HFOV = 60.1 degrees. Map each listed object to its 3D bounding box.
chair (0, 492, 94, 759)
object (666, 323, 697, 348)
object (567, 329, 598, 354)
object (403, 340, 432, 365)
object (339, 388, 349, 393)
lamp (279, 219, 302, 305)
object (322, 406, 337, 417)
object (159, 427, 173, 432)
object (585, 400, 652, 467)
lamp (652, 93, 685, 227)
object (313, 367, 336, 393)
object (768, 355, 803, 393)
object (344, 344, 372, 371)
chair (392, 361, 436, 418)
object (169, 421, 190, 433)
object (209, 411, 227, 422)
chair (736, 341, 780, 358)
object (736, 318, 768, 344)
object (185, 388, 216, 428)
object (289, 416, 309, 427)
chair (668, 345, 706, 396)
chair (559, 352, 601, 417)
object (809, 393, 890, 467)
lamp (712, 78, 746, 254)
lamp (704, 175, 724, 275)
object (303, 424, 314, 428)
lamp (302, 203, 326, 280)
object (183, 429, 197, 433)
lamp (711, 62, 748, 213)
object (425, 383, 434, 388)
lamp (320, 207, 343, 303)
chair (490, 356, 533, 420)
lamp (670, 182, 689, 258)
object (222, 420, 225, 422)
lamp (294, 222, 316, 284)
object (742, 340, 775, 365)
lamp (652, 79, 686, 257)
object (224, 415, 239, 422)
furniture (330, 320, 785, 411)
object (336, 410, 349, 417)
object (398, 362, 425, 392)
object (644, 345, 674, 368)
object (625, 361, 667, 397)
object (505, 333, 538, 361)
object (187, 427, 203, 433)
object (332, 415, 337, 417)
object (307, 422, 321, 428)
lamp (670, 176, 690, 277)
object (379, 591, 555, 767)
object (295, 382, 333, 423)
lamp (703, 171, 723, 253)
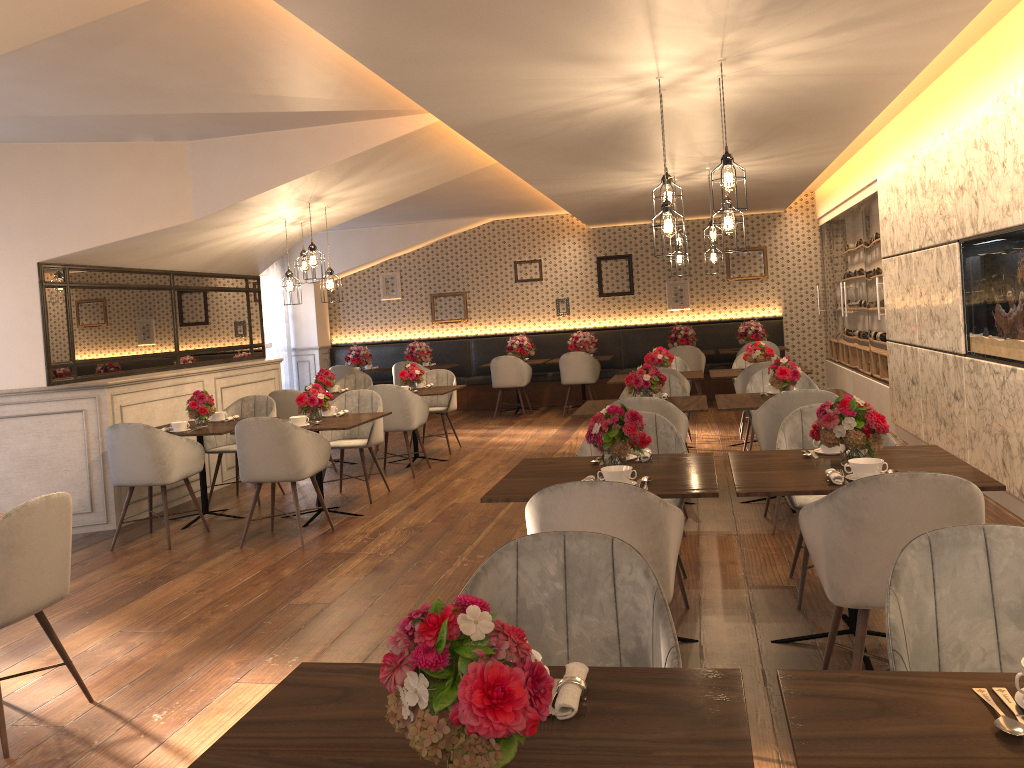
[{"bbox_3d":[-1.944,0.856,3.319,0.526,0.871,0.566,-3,2,12],"label":"chair"},{"bbox_3d":[2.375,-0.640,12.345,0.421,0.425,0.405,-6,3,-36],"label":"object"},{"bbox_3d":[1.010,-0.569,12.616,0.419,0.425,0.406,-3,3,14],"label":"object"},{"bbox_3d":[-1.386,-0.446,13.124,0.419,0.425,0.406,-4,3,0],"label":"object"},{"bbox_3d":[-1.782,0.066,9.381,0.056,0.039,0.176,-3,4,12],"label":"object"},{"bbox_3d":[-1.996,-1.723,7.709,0.175,2.068,0.175,-4,1,13],"label":"lamp"},{"bbox_3d":[-1.438,0.217,6.939,0.148,0.072,0.148,-5,4,-21],"label":"object"},{"bbox_3d":[-2.559,0.339,6.551,0.056,0.039,0.176,-3,4,12],"label":"object"},{"bbox_3d":[0.438,0.222,3.782,0.305,0.301,0.235,-1,4,44],"label":"object"},{"bbox_3d":[0.853,-1.959,5.157,0.175,2.068,0.175,-4,1,13],"label":"lamp"},{"bbox_3d":[-1.918,-0.030,9.040,0.234,0.301,0.305,-4,3,-13],"label":"object"},{"bbox_3d":[1.882,-0.055,6.082,0.234,0.301,0.306,-3,3,14],"label":"object"},{"bbox_3d":[-2.312,-0.399,13.322,0.421,0.425,0.405,-6,3,-36],"label":"object"},{"bbox_3d":[-1.401,0.098,12.544,0.564,0.871,0.527,-3,2,12],"label":"chair"},{"bbox_3d":[-2.449,0.317,6.528,0.148,0.072,0.148,-5,4,-21],"label":"object"},{"bbox_3d":[-2.362,0.264,7.131,0.148,0.072,0.148,-5,4,-21],"label":"object"},{"bbox_3d":[3.242,-0.139,11.579,0.564,0.871,0.527,-3,2,12],"label":"chair"},{"bbox_3d":[3.295,-0.688,12.165,0.421,0.425,0.405,-6,3,-35],"label":"object"},{"bbox_3d":[-2.386,0.178,6.767,0.234,0.301,0.305,-4,3,-13],"label":"object"},{"bbox_3d":[-1.526,0.270,6.336,0.148,0.072,0.148,-5,4,-21],"label":"object"},{"bbox_3d":[2.304,-0.091,11.774,0.564,0.871,0.527,-3,2,12],"label":"chair"},{"bbox_3d":[0.920,-0.020,12.061,0.564,0.871,0.527,-3,2,12],"label":"chair"},{"bbox_3d":[1.360,0.176,3.562,0.305,0.301,0.235,-2,3,33],"label":"object"},{"bbox_3d":[1.143,-1.764,4.897,0.175,2.068,0.175,-4,1,13],"label":"lamp"},{"bbox_3d":[1.906,-2.106,8.610,0.175,2.068,0.175,-4,1,13],"label":"lamp"},{"bbox_3d":[-1.442,0.298,6.346,0.022,0.004,0.211,-3,5,12],"label":"object"},{"bbox_3d":[-1.732,-1.914,7.441,0.175,2.068,0.175,-4,1,13],"label":"lamp"},{"bbox_3d":[-2.365,0.345,6.538,0.022,0.004,0.211,-3,5,12],"label":"object"},{"bbox_3d":[1.064,-1.927,4.572,0.175,2.068,0.175,-4,1,13],"label":"lamp"},{"bbox_3d":[-0.858,0.019,9.189,0.056,0.039,0.176,-3,4,12],"label":"object"},{"bbox_3d":[-1.652,-1.751,7.767,0.175,2.068,0.175,-4,1,13],"label":"lamp"},{"bbox_3d":[-0.017,0.027,12.256,0.564,0.871,0.527,-3,2,12],"label":"chair"},{"bbox_3d":[1.616,-2.301,8.870,0.175,2.068,0.175,-4,1,13],"label":"lamp"},{"bbox_3d":[-2.284,0.285,7.106,0.025,0.024,0.193,-3,4,12],"label":"object"},{"bbox_3d":[-1.942,-1.946,8.027,0.175,2.068,0.175,-4,1,13],"label":"lamp"},{"bbox_3d":[2.377,-0.278,8.508,0.305,0.301,0.235,-2,3,33],"label":"object"},{"bbox_3d":[0.800,-1.736,4.839,0.175,2.068,0.175,-4,1,13],"label":"lamp"},{"bbox_3d":[-2.249,0.275,7.108,0.056,0.039,0.176,-3,4,12],"label":"object"},{"bbox_3d":[0.498,-0.208,13.481,7.082,1.080,0.542,-3,2,12],"label":"furniture"},{"bbox_3d":[-1.326,0.228,6.916,0.056,0.039,0.176,-3,4,12],"label":"object"},{"bbox_3d":[-0.998,-0.078,8.861,0.234,0.301,0.306,-2,3,31],"label":"object"},{"bbox_3d":[1.456,-0.234,8.732,0.305,0.301,0.234,-4,2,-11],"label":"object"},{"bbox_3d":[0.957,-0.010,6.305,0.305,0.301,0.234,-4,2,-11],"label":"object"},{"bbox_3d":[0.119,-0.530,12.903,0.421,0.425,0.405,-6,3,-35],"label":"object"},{"bbox_3d":[-2.340,0.339,6.526,0.043,0.015,0.198,-3,5,16],"label":"object"},{"bbox_3d":[-1.361,0.237,6.914,0.025,0.024,0.193,-3,4,12],"label":"object"},{"bbox_3d":[-1.417,0.291,6.334,0.043,0.015,0.198,-3,5,16],"label":"object"},{"bbox_3d":[1.563,-2.078,8.552,0.175,2.068,0.175,-4,1,13],"label":"lamp"},{"bbox_3d":[-0.059,0.449,1.307,0.235,0.301,0.305,-5,3,-31],"label":"object"},{"bbox_3d":[-1.466,0.130,6.589,0.234,0.301,0.306,-2,3,31],"label":"object"},{"bbox_3d":[1.827,-2.269,8.285,0.175,2.068,0.175,-4,1,13],"label":"lamp"}]
